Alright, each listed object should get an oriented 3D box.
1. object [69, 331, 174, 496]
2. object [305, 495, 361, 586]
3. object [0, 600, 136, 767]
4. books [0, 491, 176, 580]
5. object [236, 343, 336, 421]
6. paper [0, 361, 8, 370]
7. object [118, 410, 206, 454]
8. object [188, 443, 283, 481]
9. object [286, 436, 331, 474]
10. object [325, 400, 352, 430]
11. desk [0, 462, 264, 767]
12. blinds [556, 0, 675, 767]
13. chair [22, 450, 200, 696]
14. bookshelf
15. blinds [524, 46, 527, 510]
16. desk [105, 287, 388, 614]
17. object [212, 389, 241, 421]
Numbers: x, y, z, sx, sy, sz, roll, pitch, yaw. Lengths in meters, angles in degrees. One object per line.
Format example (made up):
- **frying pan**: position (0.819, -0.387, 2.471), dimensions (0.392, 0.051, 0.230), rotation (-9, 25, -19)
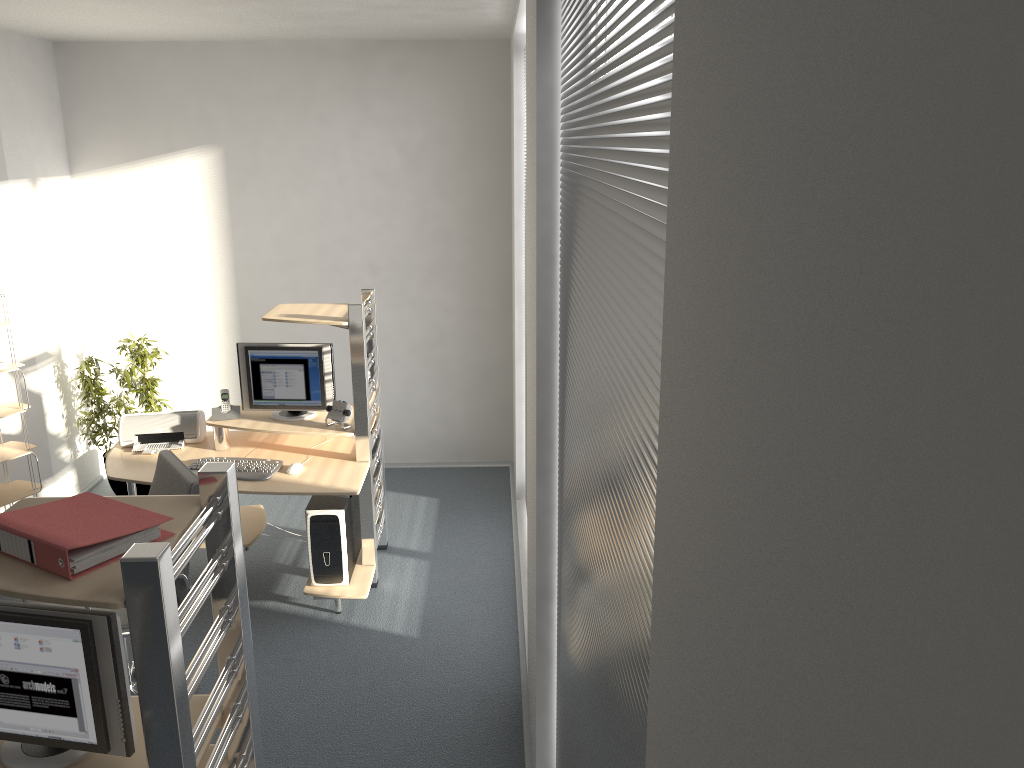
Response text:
- **object**: position (-2.592, 0.220, 5.996), dimensions (0.544, 1.147, 0.644), rotation (7, 17, 27)
- **object**: position (-0.945, 0.781, 4.717), dimensions (0.199, 0.422, 0.471), rotation (-1, 15, -1)
- **object**: position (-1.140, 0.698, 2.176), dimensions (0.516, 0.418, 0.245), rotation (5, 16, 20)
- **books**: position (-0.976, 0.320, 1.996), dimensions (0.320, 0.072, 0.262), rotation (9, 18, 30)
- **object**: position (-1.200, -0.032, 4.849), dimensions (0.516, 0.418, 0.245), rotation (3, 16, 13)
- **paper**: position (-2.995, -0.082, 4.898), dimensions (0.213, 0.046, 0.297), rotation (7, 17, 25)
- **object**: position (-1.940, 0.261, 4.884), dimensions (0.438, 0.162, 0.351), rotation (-3, 15, -9)
- **object**: position (-1.388, 0.380, 4.784), dimensions (0.478, 0.082, 0.814), rotation (1, 15, 6)
- **object**: position (-1.047, 0.366, 4.817), dimensions (0.168, 0.088, 0.742), rotation (0, 15, 1)
- **object**: position (-0.911, 0.159, 4.679), dimensions (0.154, 0.135, 0.093), rotation (10, 19, 34)
- **desk**: position (-1.418, 1.085, 1.973), dimensions (1.469, 1.566, 0.967), rotation (-1, 15, -1)
- **blinds**: position (0.175, 0.397, 1.823), dimensions (0.022, 2.770, 1.950), rotation (-1, 15, -1)
- **chair**: position (-1.625, 0.892, 3.668), dimensions (0.652, 1.048, 0.584), rotation (-11, 19, -34)
- **bookshelf**: position (-3.046, 0.293, 4.918), dimensions (0.381, 1.572, 0.724), rotation (7, 17, 25)
- **blinds**: position (0.115, -0.341, 4.525), dimensions (0.037, 2.749, 1.950), rotation (-1, 15, -1)
- **desk**: position (-1.476, 0.349, 4.668), dimensions (1.469, 1.566, 0.967), rotation (-1, 15, -1)
- **object**: position (-1.569, 0.108, 4.855), dimensions (0.150, 0.151, 0.119), rotation (-5, 16, -15)
